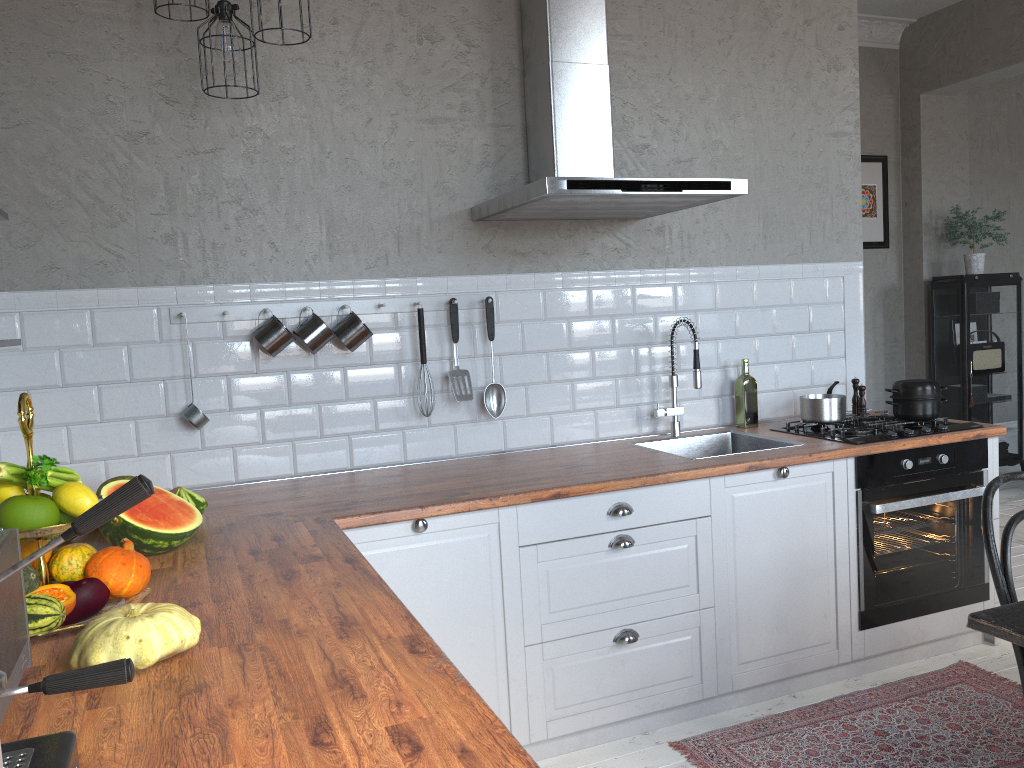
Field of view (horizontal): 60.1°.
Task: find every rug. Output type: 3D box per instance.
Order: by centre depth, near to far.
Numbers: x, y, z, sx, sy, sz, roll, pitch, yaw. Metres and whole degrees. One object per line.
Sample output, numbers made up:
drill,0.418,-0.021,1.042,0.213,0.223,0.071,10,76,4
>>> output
rug,1.202,1.093,2.709,1.308,0.014,0.725,-5,5,-22

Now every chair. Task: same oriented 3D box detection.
chair,1.376,0.690,2.001,0.445,0.921,0.540,-5,5,-24

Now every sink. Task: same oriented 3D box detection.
sink,0.729,0.110,3.277,0.493,0.720,0.520,-5,5,-21

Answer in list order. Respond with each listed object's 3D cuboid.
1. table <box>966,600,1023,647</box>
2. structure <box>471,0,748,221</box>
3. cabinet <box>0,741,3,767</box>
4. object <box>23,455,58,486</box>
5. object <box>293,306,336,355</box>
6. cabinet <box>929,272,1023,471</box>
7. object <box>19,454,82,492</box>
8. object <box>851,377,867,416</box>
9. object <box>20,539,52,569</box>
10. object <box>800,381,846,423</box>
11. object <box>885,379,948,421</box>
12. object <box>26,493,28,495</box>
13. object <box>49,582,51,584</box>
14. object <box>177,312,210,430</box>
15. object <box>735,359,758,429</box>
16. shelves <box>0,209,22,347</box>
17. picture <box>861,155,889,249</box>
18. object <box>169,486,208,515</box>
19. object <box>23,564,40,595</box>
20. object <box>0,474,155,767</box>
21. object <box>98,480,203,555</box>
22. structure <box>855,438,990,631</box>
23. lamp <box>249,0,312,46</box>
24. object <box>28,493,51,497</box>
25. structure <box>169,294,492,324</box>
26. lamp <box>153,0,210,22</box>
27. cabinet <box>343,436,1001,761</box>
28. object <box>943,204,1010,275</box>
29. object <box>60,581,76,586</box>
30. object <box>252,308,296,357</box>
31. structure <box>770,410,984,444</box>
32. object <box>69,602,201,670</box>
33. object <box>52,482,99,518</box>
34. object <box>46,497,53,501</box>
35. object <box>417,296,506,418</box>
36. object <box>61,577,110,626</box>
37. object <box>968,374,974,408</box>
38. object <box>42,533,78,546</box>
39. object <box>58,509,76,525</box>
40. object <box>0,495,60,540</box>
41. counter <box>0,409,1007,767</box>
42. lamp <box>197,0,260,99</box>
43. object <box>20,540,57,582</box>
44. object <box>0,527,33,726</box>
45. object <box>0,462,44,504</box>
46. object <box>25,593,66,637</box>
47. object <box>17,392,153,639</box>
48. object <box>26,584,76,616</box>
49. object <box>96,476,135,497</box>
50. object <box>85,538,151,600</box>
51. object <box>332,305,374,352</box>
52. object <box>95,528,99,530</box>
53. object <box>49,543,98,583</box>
table,1.983,0.771,1.761,1.948,0.735,0.891,-5,5,-22
structure,0.266,-1.399,3.000,0.722,1.596,0.702,-5,5,-21
cabinet,-0.466,-0.409,0.223,0.393,1.921,0.866,-5,5,-21
object,-0.839,0.151,1.577,0.052,0.058,0.071,-8,7,-44
object,-0.663,-0.179,2.966,0.138,0.161,0.107,-5,5,-20
cabinet,3.339,-0.045,6.351,0.627,1.472,0.343,-5,5,-22
object,-0.856,0.168,1.641,0.068,0.101,0.208,-4,5,-14
object,1.481,0.052,3.783,0.036,0.167,0.072,-5,5,-21
object,-0.923,0.322,1.712,0.061,0.056,0.124,-6,5,-29
object,1.236,0.071,3.540,0.173,0.134,0.306,-2,5,14
object,1.543,0.060,3.380,0.197,0.147,0.186,-7,6,-42
object,-0.938,0.230,1.664,0.066,0.060,0.061,-6,6,-34
object,-0.954,0.391,1.689,0.053,0.044,0.219,-2,5,18
object,-1.023,-0.041,2.830,0.084,0.379,0.076,-5,5,-21
object,0.959,0.037,3.631,0.083,0.282,0.088,-5,5,-21
shelves,-1.075,-0.386,1.454,0.232,0.923,1.297,-5,5,-21
picture,2.560,-1.323,6.448,0.466,0.677,0.019,-5,5,-22
object,-0.896,0.319,2.348,0.152,0.127,0.219,-7,6,-38
object,-0.929,0.361,1.595,0.153,0.076,0.079,-3,5,4
object,-0.543,0.294,0.905,0.358,0.370,0.203,-5,5,-22
object,-0.855,0.314,2.089,0.217,0.174,0.236,-3,5,0
structure,1.404,0.517,3.458,0.631,0.623,0.609,-5,5,-21
lamp,-0.674,-1.806,2.340,0.145,1.735,0.148,-2,5,10
object,-0.912,0.231,1.702,0.049,0.050,0.052,-4,5,-12
structure,-0.577,-0.260,3.015,1.102,0.053,0.093,-5,5,-22
lamp,-0.998,-1.931,2.480,0.145,1.735,0.149,-1,5,20
cabinet,0.277,0.750,2.317,1.955,0.854,4.263,-1,5,25
object,3.289,-1.030,6.274,0.400,0.506,0.412,-4,5,-5
object,-0.825,0.400,1.687,0.069,0.065,0.071,-3,5,0
object,-0.783,-0.169,2.916,0.138,0.161,0.107,-4,5,-10
structure,1.388,0.157,3.402,0.615,0.031,0.489,-5,5,-22
object,-0.596,0.399,1.409,0.192,0.083,0.194,-5,5,-21
object,-0.791,0.211,1.604,0.079,0.069,0.059,-3,5,-2
object,-0.870,0.234,1.677,0.074,0.062,0.103,1,6,41
object,-0.180,-0.085,3.138,0.334,0.443,0.080,-5,5,-22
object,-0.842,0.403,1.585,0.234,0.076,0.068,-7,6,-39
object,3.163,0.046,6.102,0.040,0.234,0.046,-1,5,25
object,-1.141,0.372,2.227,0.104,0.067,0.197,-4,5,-14
object,-0.818,0.233,1.638,0.067,0.061,0.062,-5,5,-22
object,-0.855,0.234,1.563,0.103,0.078,0.094,-6,6,-34
counter,0.549,0.355,1.924,3.441,0.039,3.114,-5,5,-21
lamp,-0.837,-1.681,2.417,0.143,1.735,0.150,1,6,40
object,-0.925,0.326,1.740,0.125,0.120,0.061,-3,5,1
object,-0.756,0.350,1.235,0.089,0.226,0.346,-5,5,-21
object,-0.929,0.182,1.642,0.088,0.096,0.180,-3,5,-1
object,-0.843,0.396,1.526,0.151,0.072,0.077,-2,5,7
object,-0.873,0.227,1.623,0.359,0.426,0.344,-7,6,-36
object,-0.823,0.394,1.577,0.087,0.057,0.086,-2,5,10
object,-1.095,0.319,2.516,0.200,0.119,0.134,0,6,31
object,-0.753,0.354,1.693,0.110,0.111,0.114,0,6,36
object,-0.541,-0.189,3.006,0.137,0.161,0.108,-4,5,-5
object,-1.092,0.354,2.373,0.196,0.073,0.122,0,6,31
object,-0.838,0.347,1.700,0.087,0.078,0.089,-3,5,5
